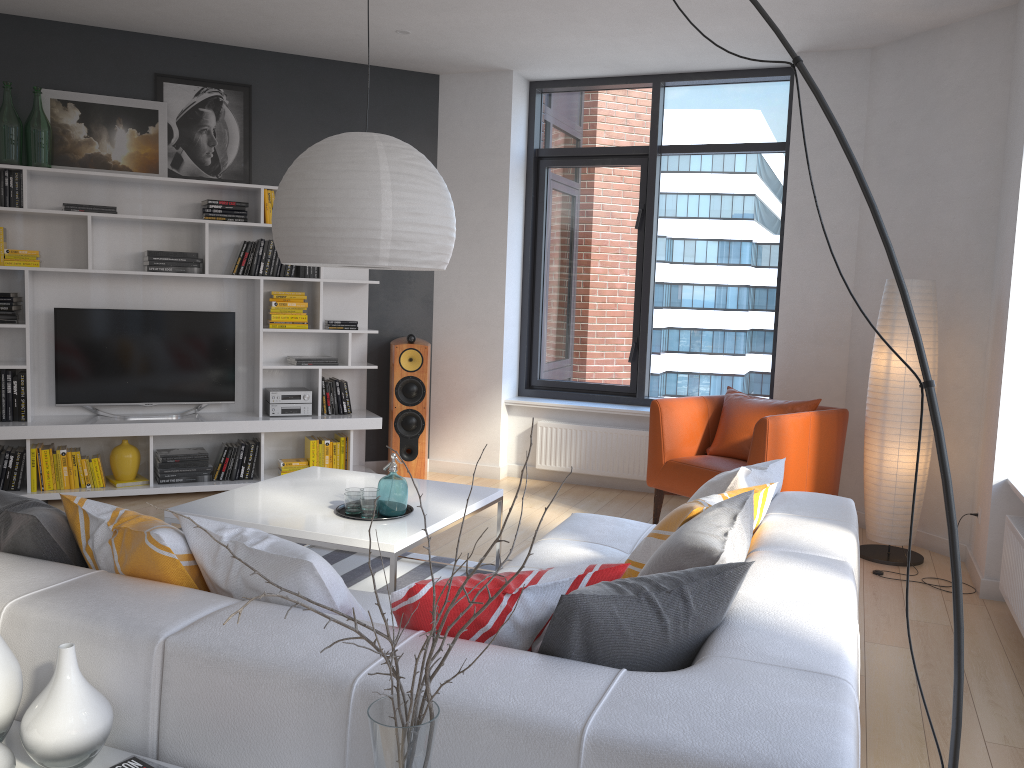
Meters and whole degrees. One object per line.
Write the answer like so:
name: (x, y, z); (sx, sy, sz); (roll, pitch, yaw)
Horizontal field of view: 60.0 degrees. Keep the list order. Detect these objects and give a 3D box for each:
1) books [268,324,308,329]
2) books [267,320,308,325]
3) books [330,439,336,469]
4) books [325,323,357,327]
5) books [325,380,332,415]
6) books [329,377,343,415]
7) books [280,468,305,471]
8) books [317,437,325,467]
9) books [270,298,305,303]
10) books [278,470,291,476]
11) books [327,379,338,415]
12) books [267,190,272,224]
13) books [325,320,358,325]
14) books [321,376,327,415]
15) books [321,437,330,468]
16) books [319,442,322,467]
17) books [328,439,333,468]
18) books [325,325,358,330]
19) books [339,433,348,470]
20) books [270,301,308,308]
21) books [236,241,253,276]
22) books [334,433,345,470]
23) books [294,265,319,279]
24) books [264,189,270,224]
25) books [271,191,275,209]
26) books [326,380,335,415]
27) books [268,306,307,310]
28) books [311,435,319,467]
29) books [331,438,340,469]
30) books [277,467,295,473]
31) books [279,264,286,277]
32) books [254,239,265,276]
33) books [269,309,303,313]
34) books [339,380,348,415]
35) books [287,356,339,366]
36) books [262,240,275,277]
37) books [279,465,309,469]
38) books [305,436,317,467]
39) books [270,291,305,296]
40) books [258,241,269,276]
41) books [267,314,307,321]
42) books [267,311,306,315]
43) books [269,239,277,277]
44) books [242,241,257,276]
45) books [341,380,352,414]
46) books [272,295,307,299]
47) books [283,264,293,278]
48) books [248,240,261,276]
books: (-1.564, -0.404, 6.186); (0.257, 0.028, 0.194); (0, 6, -19)
books: (-1.569, -0.431, 6.190); (0.257, 0.024, 0.203); (0, 6, -21)
books: (-1.281, 0.518, 6.308); (0.024, 0.234, 0.172); (0, 6, -24)
books: (-1.214, -0.419, 6.295); (0.198, 0.015, 0.142); (-1, 6, -25)
books: (-1.329, 0.093, 6.325); (0.053, 0.240, 0.189); (0, 6, -23)
books: (-1.259, 0.084, 6.352); (0.066, 0.255, 0.193); (-1, 6, -24)
books: (-1.527, 0.587, 6.186); (0.169, 0.018, 0.113); (0, 6, -23)
books: (-1.356, 0.510, 6.278); (0.019, 0.251, 0.180); (0, 6, -24)
books: (-1.565, -0.585, 6.191); (0.227, 0.022, 0.160); (1, 6, -8)
books: (-1.531, 0.621, 6.205); (0.190, 0.033, 0.147); (0, 6, -24)
books: (-1.281, 0.091, 6.330); (0.050, 0.242, 0.169); (-1, 6, -24)
books: (-1.655, -1.192, 6.010); (0.041, 0.224, 0.163); (-1, 6, -26)
books: (-1.217, -0.440, 6.308); (0.213, 0.023, 0.161); (0, 6, -20)
books: (-1.359, 0.077, 6.314); (0.053, 0.268, 0.202); (-1, 6, -24)
books: (-1.331, 0.510, 6.287); (0.035, 0.250, 0.185); (0, 6, -24)
books: (-1.368, 0.525, 6.254); (0.024, 0.229, 0.156); (0, 6, -24)
books: (-1.305, 0.515, 6.302); (0.023, 0.239, 0.169); (0, 6, -24)
books: (-1.212, -0.400, 6.295); (0.213, 0.023, 0.161); (0, 6, -20)
books: (-1.213, 0.498, 6.356); (0.025, 0.270, 0.213); (0, 6, -24)
books: (-1.560, -0.557, 6.195); (0.239, 0.033, 0.176); (0, 6, -21)
books: (-1.819, -0.849, 6.009); (0.096, 0.234, 0.187); (0, 6, -23)
books: (-1.234, 0.499, 6.337); (0.029, 0.270, 0.204); (0, 6, -24)
books: (-1.436, -0.893, 6.200); (0.128, 0.321, 0.259); (0, 6, -24)
books: (-1.668, -1.192, 5.984); (0.041, 0.229, 0.161); (-1, 6, -25)
books: (-1.631, -1.193, 6.030); (0.054, 0.224, 0.164); (-1, 6, -25)
books: (-1.304, 0.094, 6.329); (0.049, 0.236, 0.170); (0, 6, -23)
books: (-1.571, -0.531, 6.195); (0.239, 0.019, 0.171); (0, 6, -24)
books: (-1.393, 0.506, 6.264); (0.015, 0.263, 0.199); (0, 6, -24)
books: (-1.259, 0.517, 6.322); (0.024, 0.234, 0.172); (0, 6, -24)
books: (-1.531, 0.598, 6.207); (0.196, 0.011, 0.148); (0, 6, -24)
books: (-1.576, -0.855, 6.098); (0.071, 0.243, 0.179); (-1, 6, -25)
books: (-1.737, -0.860, 6.044); (0.075, 0.254, 0.192); (-1, 6, -25)
books: (-1.576, -0.509, 6.176); (0.217, 0.023, 0.145); (0, 6, -20)
books: (-1.229, 0.090, 6.357); (0.066, 0.242, 0.177); (0, 6, -24)
books: (-1.415, -0.166, 6.283); (0.310, 0.047, 0.250); (-1, 7, -28)
books: (-1.678, -0.859, 6.069); (0.084, 0.249, 0.191); (0, 6, -24)
books: (-1.527, 0.569, 6.200); (0.187, 0.014, 0.134); (0, 6, -24)
books: (-1.420, 0.508, 6.250); (0.044, 0.255, 0.198); (0, 6, -24)
books: (-1.573, -0.633, 6.203); (0.223, 0.023, 0.163); (0, 6, -20)
books: (-1.710, -0.853, 6.050); (0.068, 0.243, 0.179); (-1, 6, -25)
books: (-1.569, -0.464, 6.191); (0.243, 0.042, 0.189); (0, 6, -24)
books: (-1.576, -0.494, 6.200); (0.251, 0.014, 0.189); (0, 6, -21)
books: (-1.647, -0.864, 6.083); (0.066, 0.260, 0.197); (0, 6, -24)
books: (-1.785, -0.848, 6.009); (0.081, 0.233, 0.169); (-1, 6, -25)
books: (-1.211, 0.091, 6.400); (0.077, 0.233, 0.179); (0, 6, -24)
books: (-1.556, -0.607, 6.189); (0.223, 0.023, 0.163); (0, 6, -20)
books: (-1.546, -0.859, 6.124); (0.084, 0.249, 0.191); (0, 6, -24)
books: (-1.748, -0.850, 6.012); (0.069, 0.242, 0.172); (0, 6, -23)
